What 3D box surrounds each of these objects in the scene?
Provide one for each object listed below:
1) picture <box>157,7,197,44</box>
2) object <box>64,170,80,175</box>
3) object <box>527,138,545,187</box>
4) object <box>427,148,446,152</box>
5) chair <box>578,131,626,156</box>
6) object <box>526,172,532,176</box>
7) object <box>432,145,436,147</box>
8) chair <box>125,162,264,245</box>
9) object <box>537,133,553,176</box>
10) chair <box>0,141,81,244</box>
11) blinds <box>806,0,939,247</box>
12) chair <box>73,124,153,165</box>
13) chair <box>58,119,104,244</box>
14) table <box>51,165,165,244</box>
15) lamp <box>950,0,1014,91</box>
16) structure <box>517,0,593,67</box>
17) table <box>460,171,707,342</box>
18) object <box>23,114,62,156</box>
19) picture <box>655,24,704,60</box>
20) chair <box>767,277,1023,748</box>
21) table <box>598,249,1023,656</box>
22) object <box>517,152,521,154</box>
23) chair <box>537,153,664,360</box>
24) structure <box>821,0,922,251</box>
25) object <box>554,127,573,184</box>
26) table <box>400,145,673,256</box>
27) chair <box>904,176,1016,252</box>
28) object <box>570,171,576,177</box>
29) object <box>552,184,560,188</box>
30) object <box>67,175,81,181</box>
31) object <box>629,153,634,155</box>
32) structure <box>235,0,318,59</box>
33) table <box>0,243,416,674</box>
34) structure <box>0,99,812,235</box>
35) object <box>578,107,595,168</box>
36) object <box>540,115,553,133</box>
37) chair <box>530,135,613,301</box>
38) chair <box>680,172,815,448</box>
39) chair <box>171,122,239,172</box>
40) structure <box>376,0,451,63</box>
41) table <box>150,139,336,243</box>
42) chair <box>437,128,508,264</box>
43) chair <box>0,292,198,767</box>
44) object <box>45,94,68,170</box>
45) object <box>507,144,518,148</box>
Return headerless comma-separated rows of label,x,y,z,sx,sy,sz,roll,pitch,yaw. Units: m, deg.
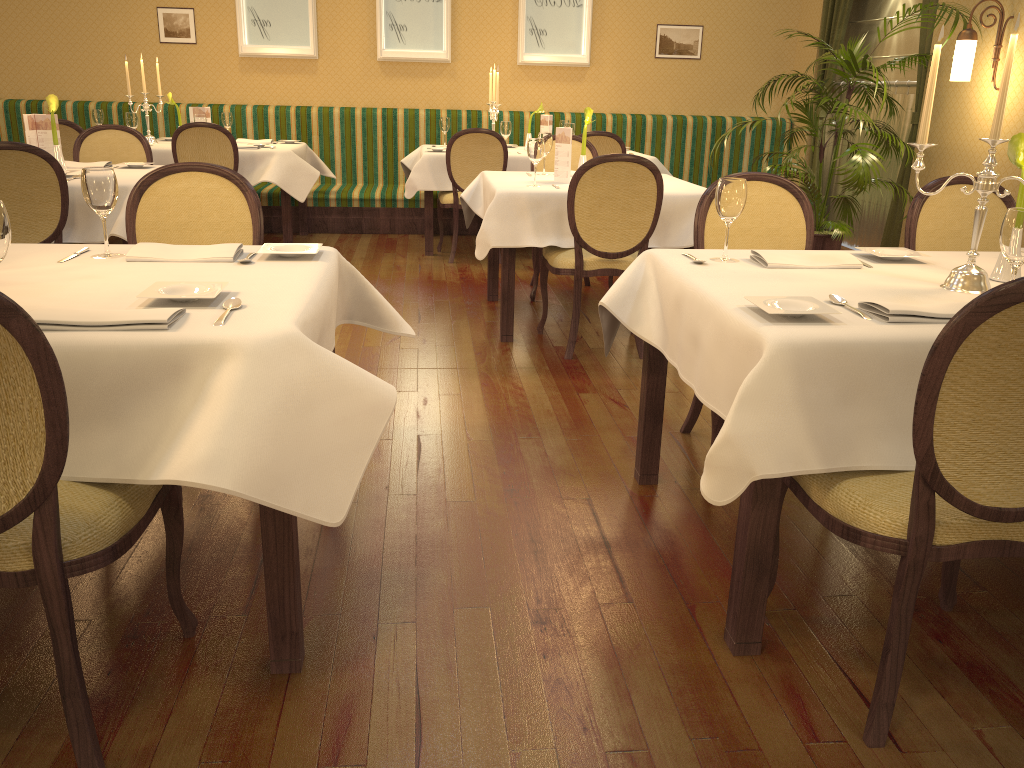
picture,-2.918,-3.119,7.719,0.313,0.294,0.008,0,18,-6
object,-2.188,-1.011,4.270,0.160,0.024,0.160,0,18,-6
object,0.115,-1.086,4.352,0.088,0.229,0.088,17,24,39
object,-0.556,-1.747,6.629,0.160,0.024,0.160,0,18,-6
chair,0.557,-1.395,6.580,0.530,0.955,0.571,0,18,-6
object,0.098,-1.180,4.983,0.017,0.010,0.185,0,18,-5
object,-0.638,-1.949,7.245,0.038,0.015,0.181,0,18,-4
chair,-1.018,-0.190,2.807,0.530,0.955,0.571,0,18,-6
object,0.183,-1.287,4.965,0.088,0.229,0.088,17,24,39
chair,-2.226,-0.619,4.009,0.530,0.955,0.571,-7,20,-25
blinds,2.868,-3.284,6.764,0.225,4.537,1.934,-1,18,-7
chair,-2.318,-1.011,5.189,0.530,0.955,0.571,-4,19,-15
chair,-2.940,-1.378,6.252,0.530,0.955,0.571,8,19,18
table,-2.266,-0.698,4.550,1.395,0.759,1.389,0,18,-4
lamp,2.803,-2.030,5.307,0.323,0.513,0.114,-4,19,-16
structure,0.416,-4.337,7.677,0.670,2.985,0.200,0,18,-6
table,0.419,-0.718,4.821,1.395,0.759,1.389,0,18,-4
object,-2.401,-1.230,4.517,0.081,0.277,0.166,16,23,38
picture,1.539,-3.151,8.169,0.437,0.294,0.008,0,18,-6
chair,0.874,0.187,1.813,0.530,0.955,0.571,0,18,-6
table,1.344,0.109,2.391,2.152,0.759,1.385,0,18,-6
object,0.053,-1.749,6.701,0.017,0.010,0.185,0,18,-6
chair,0.428,-0.639,4.279,0.530,0.955,0.571,0,18,-6
structure,2.981,-3.273,6.780,0.123,4.511,1.942,0,18,-6
object,0.263,-1.185,4.592,0.081,0.277,0.166,2,18,0
table,0.186,-1.478,7.104,2.152,0.759,1.385,0,18,-6
chair,1.642,-0.209,3.075,0.530,0.955,0.571,0,18,-6
object,0.386,-1.190,5.006,0.273,0.033,0.142,0,18,-6
object,0.216,-0.984,4.398,0.017,0.010,0.185,0,18,-6
object,-2.062,-0.966,4.156,0.038,0.015,0.181,0,18,-4
object,0.924,-1.753,6.776,0.038,0.015,0.181,0,18,-4
structure,-2.037,-4.320,7.429,0.687,2.985,0.200,0,18,-6
table,-1.317,0.128,2.122,2.152,0.759,1.385,0,18,-6
structure,-4.571,-1.882,7.539,14.516,1.031,0.850,0,18,-6
object,0.393,-1.287,4.748,0.076,0.375,0.163,7,19,15
object,0.261,-1.962,6.945,0.081,0.277,0.166,5,19,10
chair,0.358,-1.029,5.456,0.530,0.955,0.571,0,18,-6
chair,0.873,-0.204,2.998,0.530,0.955,0.571,0,18,-6
chair,-2.131,-1.386,6.338,0.530,0.955,0.571,0,18,-6
structure,-0.846,-4.328,7.549,0.661,2.985,0.200,0,18,-6
table,-2.499,-1.458,6.833,2.152,0.759,1.385,0,18,-6
chair,-0.284,-1.400,6.526,0.530,0.955,0.571,0,18,-6
chair,-0.948,0.200,1.629,0.530,0.955,0.571,0,18,-6
object,-2.282,-1.252,4.431,0.076,0.375,0.163,-8,21,-28
object,-0.037,-1.965,7.330,0.160,0.024,0.160,0,18,-6
